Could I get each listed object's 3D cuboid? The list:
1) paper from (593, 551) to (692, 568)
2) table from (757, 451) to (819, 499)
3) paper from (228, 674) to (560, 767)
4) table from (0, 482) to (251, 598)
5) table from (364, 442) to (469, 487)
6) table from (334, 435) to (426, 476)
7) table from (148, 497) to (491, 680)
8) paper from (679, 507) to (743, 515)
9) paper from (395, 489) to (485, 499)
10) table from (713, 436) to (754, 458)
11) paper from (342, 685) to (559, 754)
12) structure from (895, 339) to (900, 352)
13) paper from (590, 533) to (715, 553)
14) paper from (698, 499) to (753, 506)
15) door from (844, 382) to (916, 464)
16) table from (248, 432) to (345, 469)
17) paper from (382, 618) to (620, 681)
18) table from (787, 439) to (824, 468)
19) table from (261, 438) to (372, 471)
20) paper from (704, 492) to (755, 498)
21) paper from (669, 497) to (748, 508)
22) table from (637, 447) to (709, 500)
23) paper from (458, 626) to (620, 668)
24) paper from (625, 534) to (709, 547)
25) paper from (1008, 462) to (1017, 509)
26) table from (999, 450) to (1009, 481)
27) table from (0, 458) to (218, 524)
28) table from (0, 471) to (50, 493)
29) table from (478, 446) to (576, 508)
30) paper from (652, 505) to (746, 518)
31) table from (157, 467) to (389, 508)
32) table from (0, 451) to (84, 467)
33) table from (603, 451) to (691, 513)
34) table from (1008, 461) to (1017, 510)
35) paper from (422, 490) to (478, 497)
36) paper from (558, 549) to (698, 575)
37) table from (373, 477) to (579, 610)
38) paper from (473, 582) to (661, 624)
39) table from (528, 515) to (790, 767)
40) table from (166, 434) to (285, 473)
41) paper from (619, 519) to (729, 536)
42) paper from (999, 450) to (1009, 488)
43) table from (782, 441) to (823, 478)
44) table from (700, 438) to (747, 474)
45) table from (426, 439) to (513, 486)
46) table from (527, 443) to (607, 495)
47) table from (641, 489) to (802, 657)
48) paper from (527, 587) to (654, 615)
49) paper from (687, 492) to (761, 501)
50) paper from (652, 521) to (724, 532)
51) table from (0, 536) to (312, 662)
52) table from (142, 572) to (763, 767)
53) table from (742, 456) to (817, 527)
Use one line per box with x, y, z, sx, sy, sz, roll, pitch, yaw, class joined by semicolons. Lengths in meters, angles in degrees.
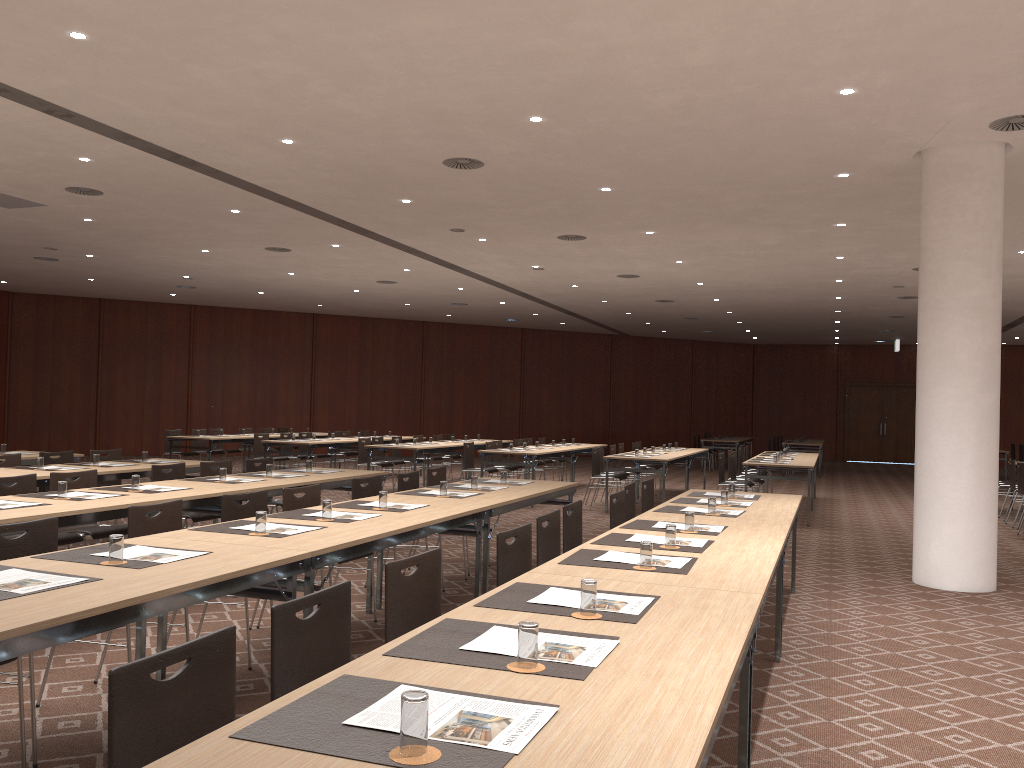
0.605;0.807;4.087;0.398;0.006;0.284;1;-2;22;paper
4.819;1.651;15.457;0.953;0.833;2.268;1;-2;20;table
-0.233;0.730;1.924;0.565;0.003;0.460;1;-2;20;paper
-2.871;1.181;5.978;0.953;0.833;2.268;1;-2;20;table
-1.593;1.468;15.370;0.953;0.833;2.268;1;-2;20;table
-2.699;1.512;18.186;0.953;0.833;2.268;1;-2;20;table
-0.991;1.216;5.296;0.953;0.833;2.268;1;-2;20;table
1.398;0.886;6.196;0.398;0.006;0.284;1;-2;24;paper
-0.558;0.853;6.891;0.565;0.003;0.460;1;-2;21;paper
6.419;1.970;25.739;0.953;0.833;2.268;1;-2;20;table
-0.128;0.729;1.950;0.398;0.006;0.284;1;-2;20;paper
12.215;-1.218;28.122;0.105;0.346;0.587;1;-1;20;structure
0.744;0.830;4.647;0.565;0.003;0.460;1;-2;21;paper
1.635;0.909;6.813;0.398;0.006;0.284;1;-2;20;paper
12.526;1.320;29.947;2.422;2.699;0.200;1;-1;20;door
-4.579;1.477;18.869;0.953;0.833;2.268;1;-2;20;table
-0.014;0.752;2.550;0.565;0.003;0.460;1;-2;18;paper
8.299;2.005;25.056;0.953;0.833;2.268;1;-2;20;table
-3.472;1.433;16.053;0.953;0.833;2.268;1;-2;20;table
1.823;0.931;7.438;0.398;0.006;0.284;1;-2;19;paper
1.538;0.910;6.816;0.565;0.003;0.460;1;-2;22;paper
2.939;1.616;16.139;0.953;0.833;2.268;1;-2;20;table
0.085;0.751;2.555;0.398;0.006;0.284;1;-2;20;paper
0.827;0.830;4.713;0.398;0.006;0.284;1;-2;19;paper
8.619;1.721;14.077;0.953;0.833;2.268;1;-2;20;paper
11.325;1.996;21.543;0.953;0.833;2.268;1;-2;20;table
-3.977;1.225;8.794;0.953;0.833;2.268;1;-2;20;table
-4.750;1.147;6.661;0.953;0.833;2.268;1;-2;20;table
0.287;1.502;14.688;0.953;0.833;2.268;1;-2;20;table
1.311;0.887;6.178;0.565;0.003;0.460;1;-2;23;paper
-2.097;1.260;8.112;0.953;0.833;2.268;1;-2;20;table
-5.856;1.190;9.476;0.953;0.833;2.268;1;-2;20;table
2.166;1.537;14.006;0.953;0.833;2.268;1;-2;20;table
8.619;1.721;14.077;0.953;0.833;2.268;1;-2;20;table
-0.493;0.851;6.913;0.398;0.006;0.284;1;-2;21;paper
0.540;0.808;4.055;0.565;0.003;0.460;1;-2;18;paper
-0.218;1.295;7.429;0.953;0.833;2.268;1;-2;20;table
0.209;0.775;3.168;0.565;0.003;0.460;1;-2;19;paper
0.889;1.251;4.613;0.953;0.833;2.268;1;-2;20;table
-5.352;1.398;16.735;0.953;0.833;2.268;1;-2;20;table
0.970;0.853;5.284;0.565;0.003;0.460;1;-2;22;paper
11.325;1.996;21.543;0.953;0.833;2.268;1;-2;20;paper
7.525;1.926;22.923;0.953;0.833;2.268;1;-2;20;table
5.646;1.891;23.605;0.953;0.833;2.268;1;-2;20;table
-0.820;1.546;17.504;0.953;0.833;2.268;1;-2;20;table
1.060;1.581;16.821;0.953;0.833;2.268;1;-2;20;table
1.662;1.330;6.747;0.953;0.833;2.268;1;-2;20;table
0.286;0.774;3.175;0.398;0.006;0.284;1;-2;21;paper
1.769;0.932;7.390;0.565;0.003;0.460;1;-2;19;paper
1.054;0.852;5.293;0.398;0.006;0.284;1;-2;18;paper
-1.764;1.137;3.162;0.953;0.833;2.268;1;-2;20;table
0.115;1.172;2.480;0.953;0.833;2.268;1;-2;20;table
4.046;1.572;13.323;0.953;0.833;2.268;1;-2;20;table
